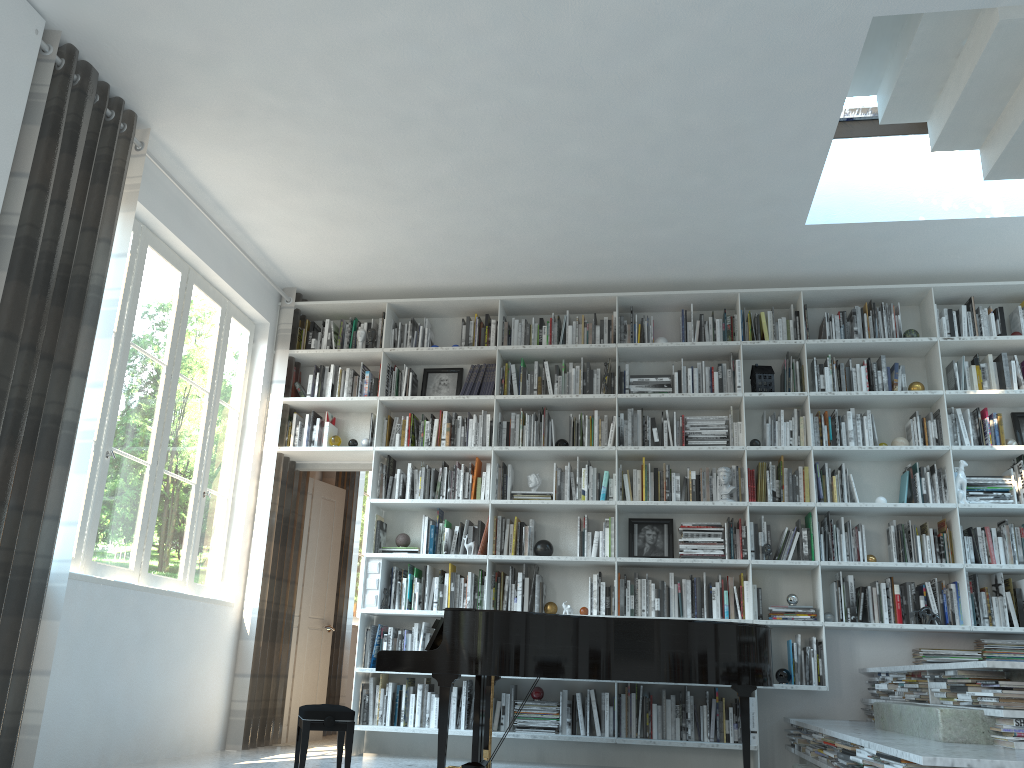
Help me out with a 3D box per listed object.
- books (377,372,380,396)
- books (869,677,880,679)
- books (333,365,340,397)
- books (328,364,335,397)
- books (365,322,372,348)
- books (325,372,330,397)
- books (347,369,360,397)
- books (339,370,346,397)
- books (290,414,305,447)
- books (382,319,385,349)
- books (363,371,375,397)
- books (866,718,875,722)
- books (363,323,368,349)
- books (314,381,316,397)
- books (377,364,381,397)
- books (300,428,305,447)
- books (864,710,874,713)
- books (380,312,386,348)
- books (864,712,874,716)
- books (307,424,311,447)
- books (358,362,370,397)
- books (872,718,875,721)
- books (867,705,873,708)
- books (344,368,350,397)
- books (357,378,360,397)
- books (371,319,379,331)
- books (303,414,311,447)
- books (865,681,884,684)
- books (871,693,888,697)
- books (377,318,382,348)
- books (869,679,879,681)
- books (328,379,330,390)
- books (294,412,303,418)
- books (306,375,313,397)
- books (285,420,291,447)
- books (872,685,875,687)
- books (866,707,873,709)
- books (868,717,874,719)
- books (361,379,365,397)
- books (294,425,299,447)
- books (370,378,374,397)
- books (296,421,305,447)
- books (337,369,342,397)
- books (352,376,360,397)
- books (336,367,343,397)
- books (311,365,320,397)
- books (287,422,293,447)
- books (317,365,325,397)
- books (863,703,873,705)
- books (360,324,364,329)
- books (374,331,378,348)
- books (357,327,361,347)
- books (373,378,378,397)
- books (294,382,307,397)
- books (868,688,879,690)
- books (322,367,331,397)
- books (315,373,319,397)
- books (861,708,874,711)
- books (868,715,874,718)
[{"bbox_3d":[-0.966,0.049,6.552,0.014,0.235,0.144,-1,-18,9],"label":"books"},{"bbox_3d":[2.280,1.791,5.382,0.159,0.011,0.247,0,-18,6],"label":"books"},{"bbox_3d":[-1.285,0.022,6.599,0.037,0.290,0.156,-1,-18,9],"label":"books"},{"bbox_3d":[-1.317,0.019,6.584,0.021,0.285,0.179,-1,-18,9],"label":"books"},{"bbox_3d":[-1.061,-0.315,6.667,0.027,0.258,0.147,-1,-18,9],"label":"books"},{"bbox_3d":[-1.346,0.050,6.607,0.024,0.238,0.156,-1,-18,9],"label":"books"},{"bbox_3d":[-1.173,0.037,6.564,0.030,0.250,0.166,-1,-18,9],"label":"books"},{"bbox_3d":[-1.234,0.041,6.576,0.021,0.243,0.174,-1,-18,9],"label":"books"},{"bbox_3d":[-1.579,0.377,6.526,0.023,0.280,0.171,-1,-18,9],"label":"books"},{"bbox_3d":[-0.916,-0.323,6.613,0.024,0.251,0.235,-1,-18,9],"label":"books"},{"bbox_3d":[-1.045,0.044,6.537,0.029,0.228,0.192,-1,-18,9],"label":"books"},{"bbox_3d":[2.243,2.030,5.348,0.163,0.019,0.188,0,-18,8],"label":"books"},{"bbox_3d":[-1.084,-0.311,6.673,0.021,0.252,0.179,-1,-18,9],"label":"books"},{"bbox_3d":[-1.441,0.076,6.624,0.024,0.191,0.138,-1,-18,9],"label":"books"},{"bbox_3d":[-0.953,0.017,6.547,0.014,0.293,0.173,-1,-18,9],"label":"books"},{"bbox_3d":[-1.513,0.429,6.524,0.029,0.184,0.135,-1,-18,9],"label":"books"},{"bbox_3d":[2.246,1.986,5.362,0.159,0.012,0.279,0,-18,8],"label":"books"},{"bbox_3d":[-0.954,-0.354,6.661,0.014,0.336,0.168,-1,-18,9],"label":"books"},{"bbox_3d":[2.242,1.998,5.358,0.170,0.012,0.216,-1,-18,9],"label":"books"},{"bbox_3d":[-1.465,0.415,6.521,0.023,0.213,0.141,-1,-18,9],"label":"books"},{"bbox_3d":[-1.094,0.011,6.562,0.012,0.302,0.189,-1,-18,9],"label":"books"},{"bbox_3d":[2.179,1.923,5.060,0.187,0.009,0.262,-2,-19,12],"label":"books"},{"bbox_3d":[2.244,1.954,5.372,0.152,0.015,0.208,-2,-19,14],"label":"books"},{"bbox_3d":[-1.200,0.032,6.571,0.025,0.260,0.167,-1,-18,9],"label":"books"},{"bbox_3d":[-1.113,0.070,6.572,0.029,0.197,0.144,-1,-18,9],"label":"books"},{"bbox_3d":[-1.038,-0.327,6.680,0.013,0.291,0.155,-1,-18,9],"label":"books"},{"bbox_3d":[-1.489,0.378,6.519,0.022,0.280,0.157,-1,-18,9],"label":"books"},{"bbox_3d":[2.269,1.811,5.377,0.171,0.015,0.253,1,-18,4],"label":"books"},{"bbox_3d":[2.277,1.880,5.354,0.163,0.017,0.233,-1,-19,11],"label":"books"},{"bbox_3d":[-0.972,-0.328,6.661,0.022,0.285,0.176,-1,-18,9],"label":"books"},{"bbox_3d":[2.280,1.800,5.379,0.167,0.008,0.235,0,-18,8],"label":"books"},{"bbox_3d":[-1.331,0.061,6.590,0.010,0.208,0.165,-1,-18,9],"label":"books"},{"bbox_3d":[-1.593,0.374,6.553,0.013,0.302,0.135,-1,-18,9],"label":"books"},{"bbox_3d":[-1.483,0.060,6.620,0.034,0.217,0.167,-1,-18,9],"label":"books"},{"bbox_3d":[-1.624,0.402,6.524,0.013,0.227,0.179,-1,-18,9],"label":"books"},{"bbox_3d":[2.290,1.832,5.367,0.145,0.008,0.299,0,-18,8],"label":"books"},{"bbox_3d":[2.242,1.965,5.369,0.159,0.009,0.211,-2,-19,13],"label":"books"},{"bbox_3d":[2.243,2.019,5.351,0.144,0.005,0.258,-2,-19,14],"label":"books"},{"bbox_3d":[-1.073,0.073,6.555,0.031,0.182,0.151,-1,-18,9],"label":"books"},{"bbox_3d":[-1.554,0.419,6.516,0.029,0.196,0.161,-1,-18,9],"label":"books"},{"bbox_3d":[-1.013,0.068,6.554,0.029,0.195,0.147,-1,-18,9],"label":"books"},{"bbox_3d":[-1.536,0.405,6.509,0.010,0.219,0.182,-1,-18,9],"label":"books"},{"bbox_3d":[-1.250,0.039,6.578,0.012,0.248,0.192,-1,-18,9],"label":"books"},{"bbox_3d":[-1.142,0.060,6.571,0.028,0.211,0.139,-1,-18,9],"label":"books"},{"bbox_3d":[-1.262,0.030,6.584,0.013,0.268,0.162,-1,-18,9],"label":"books"},{"bbox_3d":[-1.458,0.023,6.631,0.011,0.295,0.163,-1,-18,9],"label":"books"},{"bbox_3d":[-1.611,0.405,6.522,0.013,0.221,0.163,-1,-18,9],"label":"books"},{"bbox_3d":[-1.399,0.023,6.601,0.023,0.281,0.186,-1,-18,9],"label":"books"},{"bbox_3d":[2.239,1.943,5.377,0.174,0.009,0.241,-1,-19,11],"label":"books"},{"bbox_3d":[-1.109,-0.309,6.666,0.025,0.243,0.168,-1,-18,9],"label":"books"},{"bbox_3d":[-0.998,-0.279,6.650,0.028,0.184,0.168,-1,-18,9],"label":"books"},{"bbox_3d":[-1.130,-0.296,6.679,0.021,0.225,0.157,-1,-18,9],"label":"books"},{"bbox_3d":[-0.988,0.067,6.535,0.026,0.187,0.155,-1,-18,9],"label":"books"},{"bbox_3d":[-1.559,0.084,6.636,0.121,0.175,0.130,-1,-18,9],"label":"books"},{"bbox_3d":[2.274,1.850,5.364,0.179,0.012,0.262,-1,-18,9],"label":"books"},{"bbox_3d":[-1.370,0.027,6.619,0.028,0.287,0.133,-1,-18,9],"label":"books"},{"bbox_3d":[-1.422,0.051,6.601,0.022,0.227,0.172,-1,-18,9],"label":"books"},{"bbox_3d":[2.234,1.973,5.368,0.184,0.006,0.263,-1,-18,10],"label":"books"},{"bbox_3d":[2.253,2.010,5.353,0.147,0.014,0.293,-1,-18,9],"label":"books"}]
